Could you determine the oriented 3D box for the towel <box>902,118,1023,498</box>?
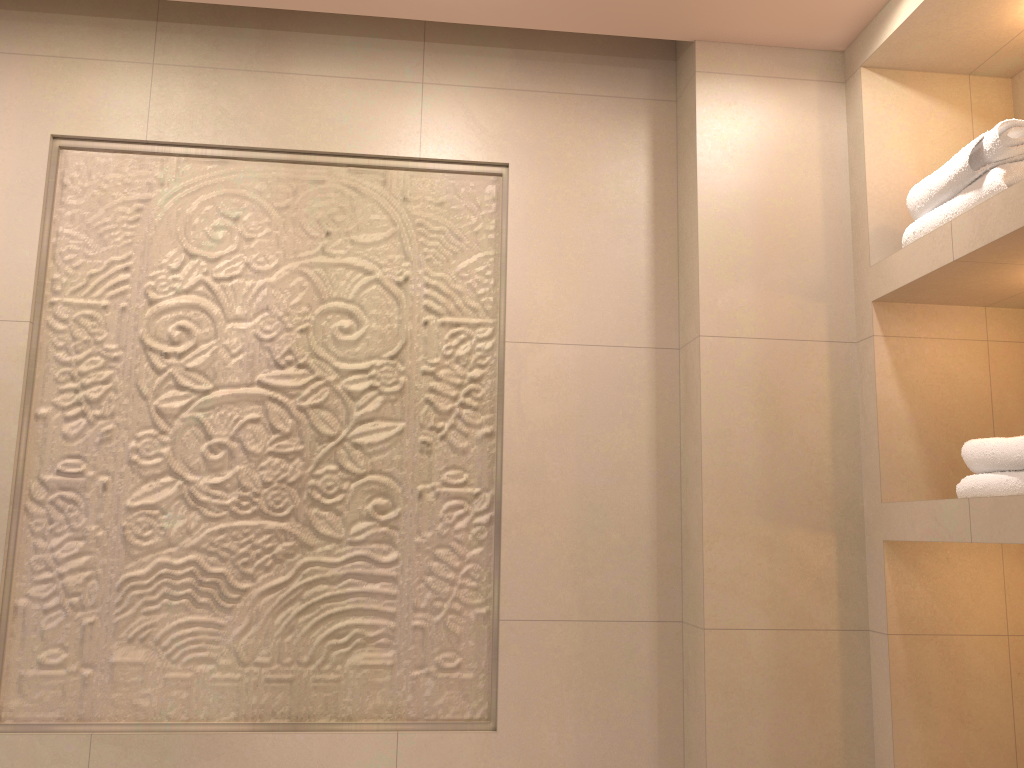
[{"bbox_3d":[-0.477,-0.196,1.524,3.195,0.726,0.517,2,-9,-6],"label":"towel"}]
